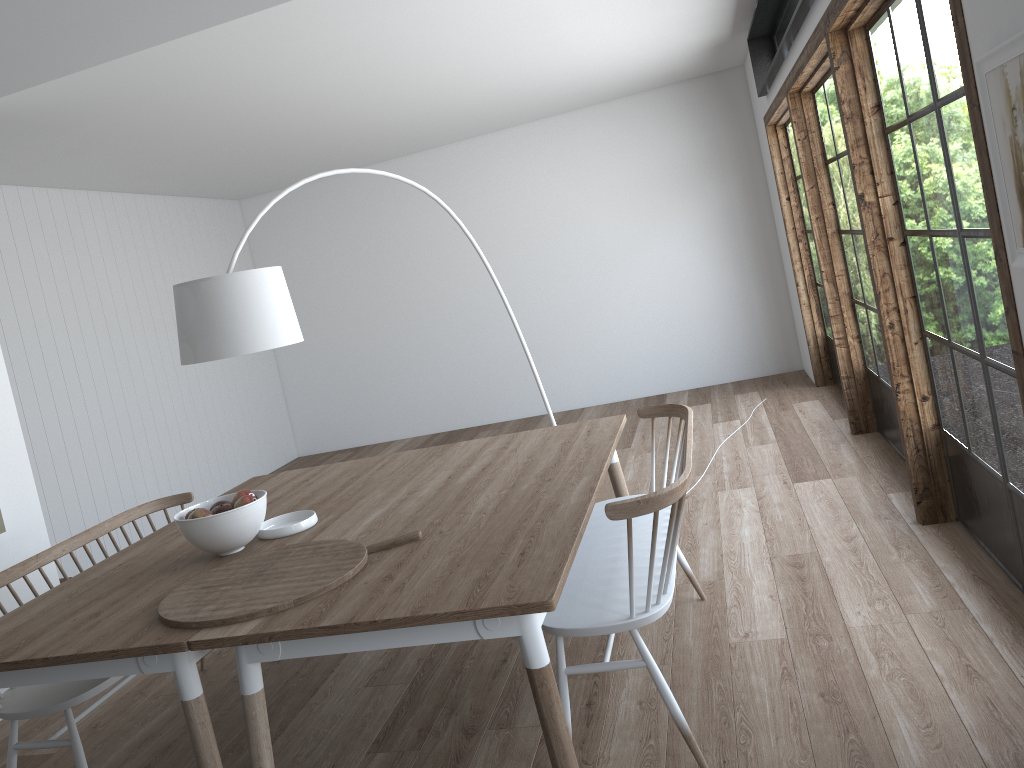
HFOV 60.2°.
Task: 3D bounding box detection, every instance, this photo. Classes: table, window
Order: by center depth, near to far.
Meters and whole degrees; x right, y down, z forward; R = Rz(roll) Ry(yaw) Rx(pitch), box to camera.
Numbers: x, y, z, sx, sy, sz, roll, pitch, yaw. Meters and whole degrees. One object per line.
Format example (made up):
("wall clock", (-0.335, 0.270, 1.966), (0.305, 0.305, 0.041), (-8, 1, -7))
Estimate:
("table", (-0.074, 0.750, 3.064), (0.946, 0.746, 2.031), (-11, 7, 14))
("table", (-0.971, 0.915, 3.322), (0.946, 0.746, 2.031), (-11, 7, 14))
("window", (1.820, -0.641, 4.672), (0.163, 2.246, 5.375), (-12, 7, 14))

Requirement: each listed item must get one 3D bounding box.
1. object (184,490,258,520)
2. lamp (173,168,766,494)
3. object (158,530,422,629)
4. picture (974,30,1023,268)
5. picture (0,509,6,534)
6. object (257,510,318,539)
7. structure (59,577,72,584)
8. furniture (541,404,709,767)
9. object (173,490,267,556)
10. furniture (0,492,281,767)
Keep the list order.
("object", (-0.975, 0.466, 3.001), (0.247, 0.167, 0.241), (-15, 6, -24))
("lamp", (0.661, -0.306, 4.954), (0.892, 2.015, 5.120), (-9, 7, 40))
("object", (-0.687, 0.553, 2.572), (0.611, 0.023, 0.665), (-7, 9, 37))
("picture", (1.049, -0.459, 1.771), (0.030, 0.469, 0.432), (-12, 5, 14))
("picture", (-2.644, 0.209, 3.469), (0.060, 1.214, 1.290), (-12, 5, 14))
("object", (-0.796, 0.498, 3.129), (0.214, 0.035, 0.217), (-13, 7, -6))
("structure", (-3.335, 0.658, 3.408), (1.067, 2.619, 3.584), (-11, 6, 14))
("furniture", (0.425, 0.610, 3.046), (0.550, 0.807, 1.353), (-11, 6, 14))
("object", (-0.971, 0.488, 2.998), (0.318, 0.164, 0.313), (-11, 6, 12))
("furniture", (-1.467, 0.985, 3.392), (0.550, 0.807, 1.353), (-11, 6, 14))
